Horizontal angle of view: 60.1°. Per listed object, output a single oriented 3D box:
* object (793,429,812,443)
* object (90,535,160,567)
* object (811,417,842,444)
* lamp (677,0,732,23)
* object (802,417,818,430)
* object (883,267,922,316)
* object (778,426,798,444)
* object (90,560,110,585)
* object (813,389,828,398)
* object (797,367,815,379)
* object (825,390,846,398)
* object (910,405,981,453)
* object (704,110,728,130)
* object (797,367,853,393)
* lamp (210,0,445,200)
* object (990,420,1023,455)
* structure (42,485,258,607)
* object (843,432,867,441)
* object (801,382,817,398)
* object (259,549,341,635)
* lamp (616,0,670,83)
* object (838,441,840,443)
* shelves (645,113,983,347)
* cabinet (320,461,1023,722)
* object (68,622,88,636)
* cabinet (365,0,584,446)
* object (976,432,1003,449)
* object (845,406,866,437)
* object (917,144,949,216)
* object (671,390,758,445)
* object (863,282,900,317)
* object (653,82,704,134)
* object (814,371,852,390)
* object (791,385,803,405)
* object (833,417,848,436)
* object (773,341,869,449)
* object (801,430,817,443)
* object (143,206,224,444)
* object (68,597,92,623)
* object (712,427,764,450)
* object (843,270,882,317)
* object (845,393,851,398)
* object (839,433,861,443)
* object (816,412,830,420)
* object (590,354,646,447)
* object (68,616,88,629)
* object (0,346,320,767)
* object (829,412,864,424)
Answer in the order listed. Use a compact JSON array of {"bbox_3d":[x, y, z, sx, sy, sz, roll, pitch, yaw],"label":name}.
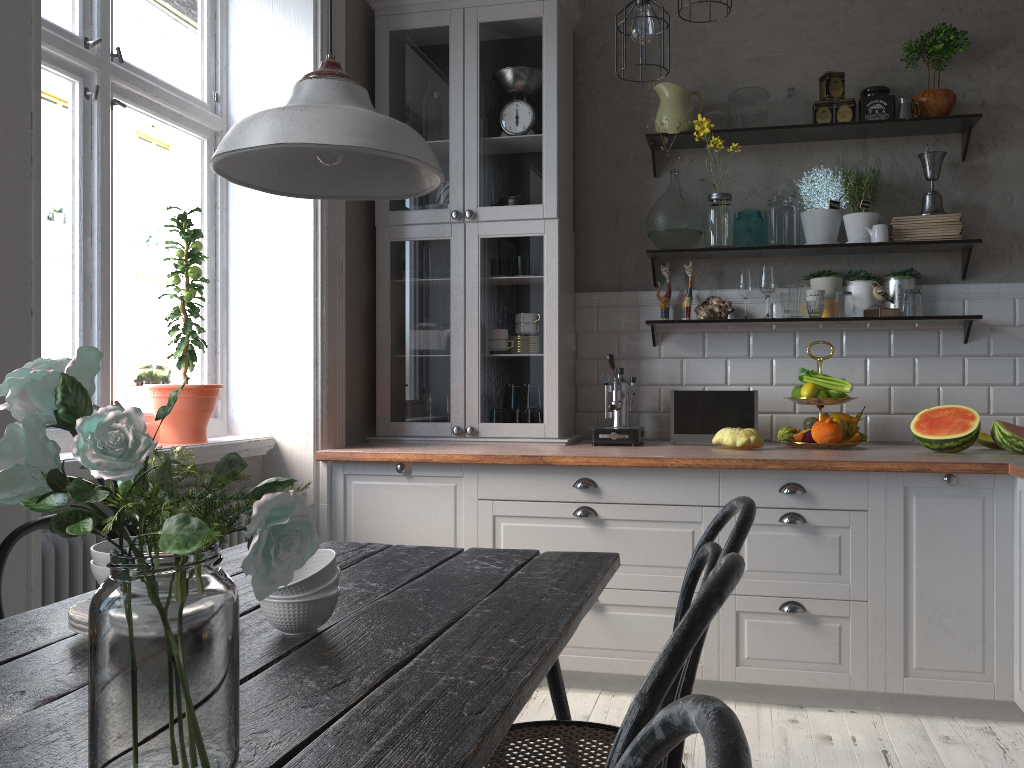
[{"bbox_3d":[1.147,0.206,3.504,0.090,0.057,0.083,0,0,-44],"label":"object"},{"bbox_3d":[-0.548,0.292,1.362,0.179,0.094,0.180,0,0,5],"label":"object"},{"bbox_3d":[1.201,0.179,3.381,0.114,0.110,0.110,0,0,-19],"label":"object"},{"bbox_3d":[0.544,-1.917,2.504,0.147,1.735,0.147,0,0,0],"label":"lamp"},{"bbox_3d":[1.228,0.168,3.578,0.077,0.076,0.157,0,0,40],"label":"object"},{"bbox_3d":[1.619,-0.373,3.670,0.157,0.213,0.154,0,0,11],"label":"object"},{"bbox_3d":[1.118,0.202,3.548,0.075,0.072,0.155,0,0,43],"label":"object"},{"bbox_3d":[-0.548,0.312,1.362,0.179,0.094,0.180,0,0,5],"label":"object"},{"bbox_3d":[1.200,0.050,3.453,0.063,0.061,0.067,0,0,14],"label":"object"},{"bbox_3d":[1.165,-0.037,3.495,0.073,0.058,0.050,0,0,-10],"label":"object"},{"bbox_3d":[1.263,0.052,3.474,0.076,0.062,0.099,0,0,-13],"label":"object"},{"bbox_3d":[1.588,0.166,3.247,0.231,0.174,0.222,0,0,35],"label":"object"},{"bbox_3d":[0.872,-1.103,3.788,0.102,0.111,0.104,0,0,13],"label":"object"},{"bbox_3d":[1.228,-0.015,3.476,0.208,0.101,0.068,0,0,19],"label":"object"},{"bbox_3d":[-0.305,-1.272,1.488,0.374,1.858,0.385,0,0,21],"label":"lamp"},{"bbox_3d":[1.825,0.189,3.142,0.225,0.127,0.148,0,0,-4],"label":"object"},{"bbox_3d":[-1.084,0.591,2.778,0.147,0.428,1.233,0,0,13],"label":"structure"},{"bbox_3d":[1.319,0.204,3.550,0.055,0.044,0.212,0,0,-38],"label":"object"},{"bbox_3d":[1.156,0.028,3.447,0.058,0.069,0.080,0,0,33],"label":"object"},{"bbox_3d":[-0.327,0.319,1.357,0.122,0.119,0.130,0,0,29],"label":"object"},{"bbox_3d":[0.375,-1.758,2.545,0.149,1.735,0.144,0,0,-20],"label":"lamp"},{"bbox_3d":[1.238,0.220,3.448,0.070,0.065,0.070,0,0,35],"label":"object"},{"bbox_3d":[1.228,-0.594,3.705,1.304,0.923,0.231,0,0,13],"label":"shelves"},{"bbox_3d":[1.066,0.678,2.243,2.025,0.854,4.116,0,0,-30],"label":"cabinet"},{"bbox_3d":[-0.547,0.365,1.362,0.233,0.027,0.242,0,0,32],"label":"object"},{"bbox_3d":[-0.150,-0.684,3.869,0.871,1.921,0.391,0,0,13],"label":"cabinet"},{"bbox_3d":[1.874,0.219,3.412,0.196,0.067,0.104,0,0,20],"label":"object"},{"bbox_3d":[1.346,0.146,3.493,0.060,0.120,0.128,0,0,37],"label":"object"},{"bbox_3d":[1.708,-0.818,3.600,0.131,0.287,0.130,0,0,-1],"label":"object"},{"bbox_3d":[0.829,0.138,3.630,0.348,0.226,0.089,0,0,13],"label":"object"},{"bbox_3d":[1.506,-0.340,3.596,0.120,0.147,0.099,0,0,-19],"label":"object"},{"bbox_3d":[0.702,-1.157,3.766,0.187,0.216,0.176,0,0,27],"label":"object"},{"bbox_3d":[1.273,-0.005,3.537,0.177,0.096,0.090,0,0,34],"label":"object"},{"bbox_3d":[1.161,0.043,3.523,0.096,0.078,0.101,0,0,1],"label":"object"},{"bbox_3d":[1.259,0.168,3.446,0.087,0.078,0.089,0,0,40],"label":"object"},{"bbox_3d":[1.221,0.041,3.505,0.352,0.425,0.351,0,0,-1],"label":"object"},{"bbox_3d":[1.166,0.215,3.516,0.070,0.076,0.228,0,0,-3],"label":"object"},{"bbox_3d":[-1.126,-0.205,3.042,0.254,0.813,0.265,0,0,41],"label":"object"},{"bbox_3d":[-0.547,0.348,1.362,0.232,0.027,0.242,0,0,37],"label":"object"},{"bbox_3d":[0.871,0.209,3.411,0.195,0.083,0.191,0,0,14],"label":"object"},{"bbox_3d":[1.457,-0.374,3.698,0.170,0.214,0.150,0,0,43],"label":"object"},{"bbox_3d":[1.310,0.049,3.495,0.051,0.050,0.050,0,0,23],"label":"object"},{"bbox_3d":[1.305,0.214,3.427,0.069,0.051,0.088,0,0,-29],"label":"object"},{"bbox_3d":[1.257,0.157,3.564,0.085,0.093,0.087,0,0,10],"label":"object"},{"bbox_3d":[0.430,0.067,3.629,0.204,0.370,0.356,0,0,14],"label":"object"},{"bbox_3d":[-0.547,0.356,1.362,0.240,0.027,0.234,0,0,-19],"label":"object"},{"bbox_3d":[-0.336,0.171,0.846,0.309,0.414,0.253,0,0,12],"label":"object"},{"bbox_3d":[1.321,0.140,3.506,0.126,0.056,0.060,0,0,5],"label":"object"}]
